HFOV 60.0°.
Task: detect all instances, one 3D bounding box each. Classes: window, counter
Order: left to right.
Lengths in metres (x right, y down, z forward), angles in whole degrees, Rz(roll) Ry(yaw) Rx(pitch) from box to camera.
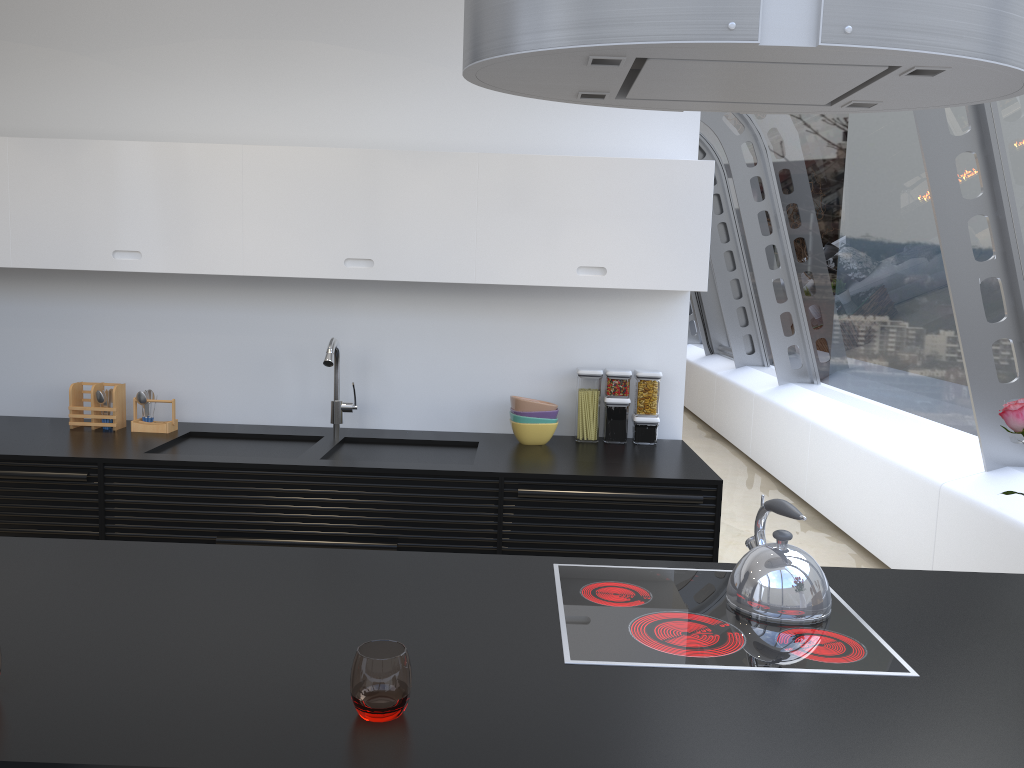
[{"bbox_3d":[-4.852,-0.799,6.249,16.693,3.674,16.171,1,7,-7],"label":"window"},{"bbox_3d":[-0.564,0.477,1.727,3.800,0.018,1.006,2,7,0],"label":"counter"},{"bbox_3d":[-1.110,0.243,3.576,3.738,0.025,0.804,2,7,0],"label":"counter"}]

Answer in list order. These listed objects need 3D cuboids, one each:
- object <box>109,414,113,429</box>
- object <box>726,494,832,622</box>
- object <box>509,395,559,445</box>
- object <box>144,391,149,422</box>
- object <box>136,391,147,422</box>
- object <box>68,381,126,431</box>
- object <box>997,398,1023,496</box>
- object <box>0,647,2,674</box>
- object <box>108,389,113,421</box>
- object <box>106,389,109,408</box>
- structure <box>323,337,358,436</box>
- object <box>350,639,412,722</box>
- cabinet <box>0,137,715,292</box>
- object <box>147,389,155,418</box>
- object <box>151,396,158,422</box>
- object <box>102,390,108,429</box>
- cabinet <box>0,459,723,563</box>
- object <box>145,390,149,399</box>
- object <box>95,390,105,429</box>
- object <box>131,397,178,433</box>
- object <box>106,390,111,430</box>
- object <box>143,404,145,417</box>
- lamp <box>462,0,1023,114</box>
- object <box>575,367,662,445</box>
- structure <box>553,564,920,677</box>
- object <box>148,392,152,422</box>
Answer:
[{"bbox_3d":[-1.688,0.131,3.751,0.044,0.178,0.019,-1,7,-21],"label":"object"},{"bbox_3d":[0.586,0.367,1.928,0.221,0.230,0.221,6,8,32],"label":"object"},{"bbox_3d":[0.092,0.154,3.749,0.205,0.205,0.185,1,7,-11],"label":"object"},{"bbox_3d":[-1.545,0.127,3.755,0.018,0.196,0.020,3,7,11],"label":"object"},{"bbox_3d":[-1.557,0.125,3.743,0.040,0.192,0.042,7,9,38],"label":"object"},{"bbox_3d":[-1.755,0.107,3.759,0.200,0.223,0.104,2,7,1],"label":"object"},{"bbox_3d":[0.946,0.261,1.380,0.327,0.596,0.350,3,7,7],"label":"object"},{"bbox_3d":[-0.862,0.444,1.401,0.095,0.106,0.095,2,7,-1],"label":"object"},{"bbox_3d":[-1.710,0.116,3.767,0.042,0.192,0.040,-4,9,-39],"label":"object"},{"bbox_3d":[-1.714,0.121,3.749,0.018,0.196,0.023,3,7,9],"label":"object"},{"bbox_3d":[-0.712,0.075,3.668,0.115,0.536,0.248,2,7,-1],"label":"structure"},{"bbox_3d":[-0.206,0.467,1.394,0.095,0.106,0.095,5,7,21],"label":"object"},{"bbox_3d":[-1.075,-0.711,3.709,3.741,0.515,0.343,2,7,0],"label":"cabinet"},{"bbox_3d":[-1.556,0.119,3.792,0.040,0.192,0.042,7,8,37],"label":"object"},{"bbox_3d":[-1.530,0.134,3.781,0.044,0.178,0.019,-3,8,-34],"label":"object"},{"bbox_3d":[-1.708,0.123,3.729,0.018,0.196,0.020,5,7,23],"label":"object"},{"bbox_3d":[-1.799,-0.384,3.511,5.157,2.901,0.831,2,7,0],"label":"cabinet"},{"bbox_3d":[-1.555,0.125,3.773,0.018,0.196,0.023,2,7,-4],"label":"object"},{"bbox_3d":[-1.722,0.121,3.720,0.042,0.192,0.040,-3,9,-38],"label":"object"},{"bbox_3d":[-1.509,0.144,3.743,0.173,0.170,0.100,2,7,3],"label":"object"},{"bbox_3d":[-1.698,0.123,3.733,0.022,0.196,0.019,2,7,2],"label":"object"},{"bbox_3d":[-1.568,0.132,3.786,0.019,0.178,0.044,0,7,-14],"label":"object"},{"bbox_3d":[0.474,-1.068,1.694,1.112,0.966,0.606,2,7,0],"label":"lamp"},{"bbox_3d":[0.455,0.095,3.846,0.365,0.315,0.113,2,7,0],"label":"object"},{"bbox_3d":[0.417,0.502,1.881,0.640,0.041,0.562,2,7,0],"label":"structure"},{"bbox_3d":[-1.536,0.127,3.761,0.022,0.196,0.019,1,7,-11],"label":"object"}]
